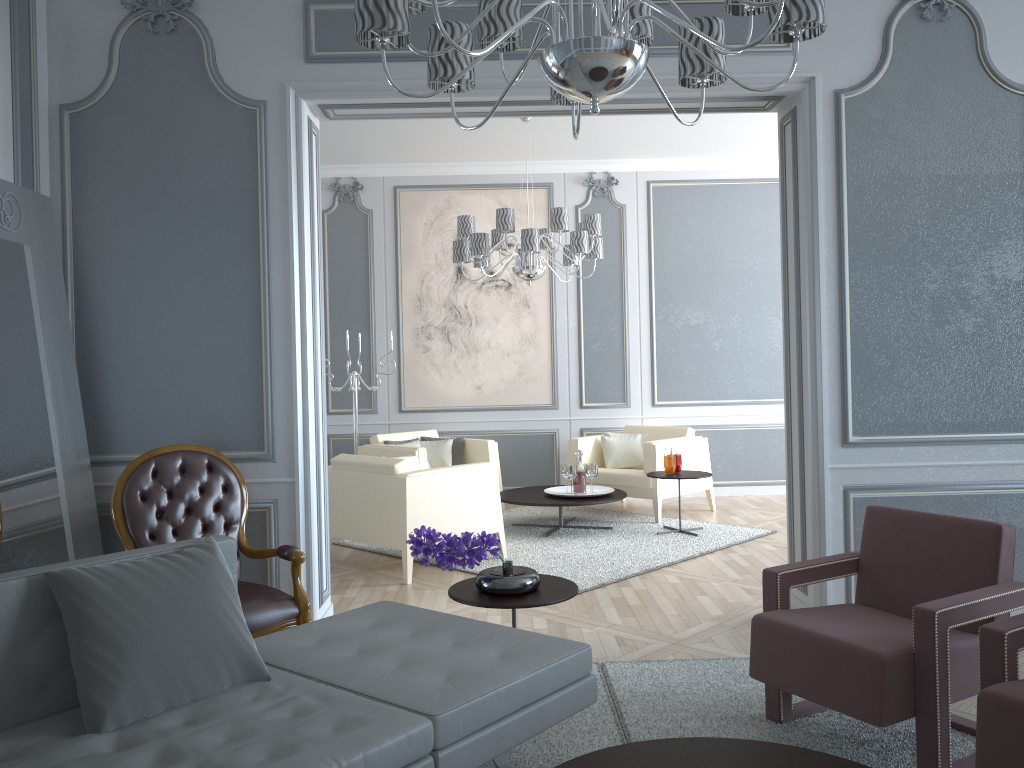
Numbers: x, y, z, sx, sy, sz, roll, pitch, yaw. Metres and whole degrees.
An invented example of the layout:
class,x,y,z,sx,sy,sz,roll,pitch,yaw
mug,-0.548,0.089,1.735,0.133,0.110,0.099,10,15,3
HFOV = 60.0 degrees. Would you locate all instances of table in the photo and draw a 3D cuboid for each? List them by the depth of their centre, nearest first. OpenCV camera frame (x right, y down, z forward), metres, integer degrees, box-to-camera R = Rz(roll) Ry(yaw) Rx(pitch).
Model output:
class,x,y,z,sx,sy,sz,roll,pitch,yaw
table,0.410,0.936,1.595,0.882,0.239,0.882,-1,1,17
table,0.009,0.839,2.815,0.414,0.385,0.414,-1,1,-13
table,1.076,0.768,5.682,0.414,0.385,0.414,-2,1,-43
table,0.328,0.853,5.939,0.882,0.239,0.882,-1,1,-3

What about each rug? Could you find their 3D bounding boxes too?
class,x,y,z,sx,sy,sz,roll,pitch,yaw
rug,0.345,1.051,1.638,2.018,0.010,3.204,-1,1,-1
rug,0.277,0.975,5.641,2.000,0.010,2.001,0,2,44

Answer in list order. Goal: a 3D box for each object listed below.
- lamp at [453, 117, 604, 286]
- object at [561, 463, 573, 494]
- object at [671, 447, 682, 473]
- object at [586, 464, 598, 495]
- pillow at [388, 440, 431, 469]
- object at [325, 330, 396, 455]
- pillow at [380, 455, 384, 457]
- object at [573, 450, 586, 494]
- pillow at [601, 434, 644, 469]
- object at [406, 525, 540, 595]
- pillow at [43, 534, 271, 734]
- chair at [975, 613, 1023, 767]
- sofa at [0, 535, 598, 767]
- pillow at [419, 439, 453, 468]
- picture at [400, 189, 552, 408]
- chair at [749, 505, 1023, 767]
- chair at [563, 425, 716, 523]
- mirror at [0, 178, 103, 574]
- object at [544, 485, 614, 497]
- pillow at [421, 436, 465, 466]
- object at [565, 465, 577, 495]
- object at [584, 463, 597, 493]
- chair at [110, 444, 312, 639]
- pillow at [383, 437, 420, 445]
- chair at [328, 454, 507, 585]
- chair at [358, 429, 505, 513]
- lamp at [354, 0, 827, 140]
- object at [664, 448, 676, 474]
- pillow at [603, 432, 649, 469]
class,x,y,z,sx,sy,sz,roll,pitch,yaw
lamp,0.098,-1.205,5.844,0.976,1.119,0.976,-1,1,-13
object,0.366,0.632,5.918,0.080,0.196,0.080,-1,0,-18
object,1.066,0.492,5.762,0.075,0.165,0.075,-2,0,-42
object,0.529,0.630,5.846,0.080,0.196,0.080,-1,0,-18
pillow,-0.740,0.545,6.456,0.163,0.245,0.312,-1,1,33
object,-1.177,0.300,6.683,0.446,1.386,0.446,-1,0,44
pillow,-0.711,0.572,5.134,0.182,0.285,0.360,-1,1,5
object,0.448,0.584,5.894,0.086,0.290,0.086,-1,0,20
pillow,0.830,0.505,6.629,0.312,0.245,0.163,-1,0,-7
object,-0.109,0.540,2.754,0.425,0.221,0.206,-2,1,-31
pillow,-0.784,0.559,1.996,0.253,0.354,0.422,-1,1,37
chair,1.386,0.708,1.918,0.606,0.620,0.576,-2,1,-31
sofa,-0.786,0.738,1.713,0.810,0.668,2.205,-1,1,39
pillow,-0.595,0.539,6.613,0.312,0.245,0.163,-1,0,3
picture,-0.291,-0.699,7.200,1.199,1.751,0.001,-1,0,-1
chair,1.053,0.704,2.535,0.606,0.620,0.576,-2,1,-31
chair,0.932,0.636,6.567,0.855,0.620,0.737,-1,1,44
mirror,-1.662,0.188,2.734,0.251,1.792,1.400,-1,0,-1
object,0.446,0.718,5.884,0.468,0.028,0.468,-1,1,12
pillow,-0.541,0.537,6.683,0.351,0.276,0.184,-1,0,15
object,0.391,0.633,5.823,0.080,0.196,0.080,-1,0,2
object,0.527,0.628,5.930,0.080,0.196,0.080,-1,0,-18
chair,-1.088,0.643,3.151,0.573,0.828,0.575,-2,1,-41
pillow,-0.774,0.545,6.537,0.184,0.276,0.351,-1,1,45
chair,-0.589,0.700,5.071,0.855,0.620,0.737,-1,1,44
chair,-0.611,0.672,6.544,0.737,0.620,0.855,-1,1,44
lamp,0.156,-1.129,1.874,0.976,1.119,0.976,-1,1,-13
object,1.013,0.494,5.693,0.075,0.165,0.075,-1,0,-12
pillow,0.870,0.503,6.708,0.351,0.276,0.184,-1,0,5
